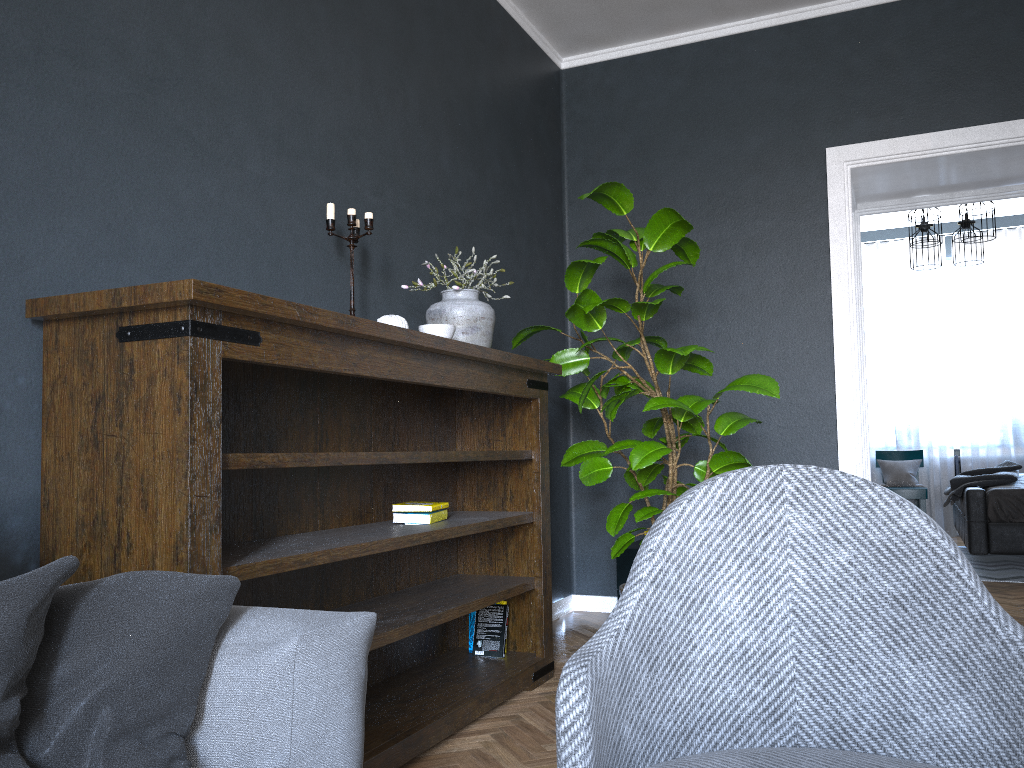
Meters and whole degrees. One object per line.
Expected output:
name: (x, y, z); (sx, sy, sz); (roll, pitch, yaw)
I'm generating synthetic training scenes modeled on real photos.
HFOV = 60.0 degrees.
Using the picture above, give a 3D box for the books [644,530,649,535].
books: (0.753, 0.734, 4.261); (0.215, 0.066, 0.162); (-3, -5, 20)

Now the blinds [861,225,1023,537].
blinds: (4.141, -0.004, 8.151); (3.993, 2.786, 0.312); (-3, -4, 24)

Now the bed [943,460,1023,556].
bed: (4.232, 0.650, 6.022); (2.376, 1.160, 2.267); (-3, -5, 24)

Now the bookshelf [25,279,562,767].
bookshelf: (-0.395, 0.460, 2.574); (0.451, 1.171, 1.920); (-3, -5, 24)

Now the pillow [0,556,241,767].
pillow: (-0.739, 0.357, 1.081); (0.442, 0.361, 0.798); (-5, -6, 42)

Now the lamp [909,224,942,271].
lamp: (3.169, -1.290, 6.824); (0.210, 0.803, 0.210); (-4, -5, 38)

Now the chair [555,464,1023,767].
chair: (0.380, 0.513, 1.139); (0.645, 0.810, 0.495); (-1, -4, 2)

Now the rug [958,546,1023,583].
rug: (3.760, 1.251, 6.165); (1.459, 0.013, 2.047); (-3, -5, 24)

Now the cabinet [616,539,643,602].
cabinet: (0.873, 0.952, 4.160); (0.650, 0.390, 0.456); (-3, -4, 24)

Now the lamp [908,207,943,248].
lamp: (3.006, -1.365, 6.474); (0.210, 0.713, 0.210); (-4, -5, 38)

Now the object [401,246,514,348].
object: (-0.187, -0.295, 3.105); (0.385, 0.412, 0.275); (-1, -4, 2)

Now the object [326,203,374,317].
object: (-0.505, -0.334, 2.711); (0.130, 0.437, 0.145); (1, -4, -30)

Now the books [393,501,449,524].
books: (-0.280, 0.447, 2.915); (0.174, 0.113, 0.197); (-2, -4, 13)

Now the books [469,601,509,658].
books: (-0.083, 0.915, 3.314); (0.179, 0.193, 0.123); (-3, -4, 27)

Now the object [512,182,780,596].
object: (0.508, 0.164, 3.574); (1.118, 1.897, 0.764); (-2, -4, 18)

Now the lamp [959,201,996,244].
lamp: (3.178, -1.366, 6.079); (0.210, 0.769, 0.210); (-4, -5, 38)

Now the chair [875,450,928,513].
chair: (3.483, 0.993, 7.940); (0.436, 0.798, 0.593); (-3, -4, 24)

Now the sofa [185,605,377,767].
sofa: (-1.039, 0.498, 0.524); (0.970, 0.797, 2.342); (-3, -5, 23)

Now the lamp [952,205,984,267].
lamp: (3.577, -1.314, 6.981); (0.210, 0.746, 0.210); (-4, -5, 38)

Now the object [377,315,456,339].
object: (-0.303, -0.164, 2.782); (0.255, 0.103, 0.118); (0, -4, -11)
